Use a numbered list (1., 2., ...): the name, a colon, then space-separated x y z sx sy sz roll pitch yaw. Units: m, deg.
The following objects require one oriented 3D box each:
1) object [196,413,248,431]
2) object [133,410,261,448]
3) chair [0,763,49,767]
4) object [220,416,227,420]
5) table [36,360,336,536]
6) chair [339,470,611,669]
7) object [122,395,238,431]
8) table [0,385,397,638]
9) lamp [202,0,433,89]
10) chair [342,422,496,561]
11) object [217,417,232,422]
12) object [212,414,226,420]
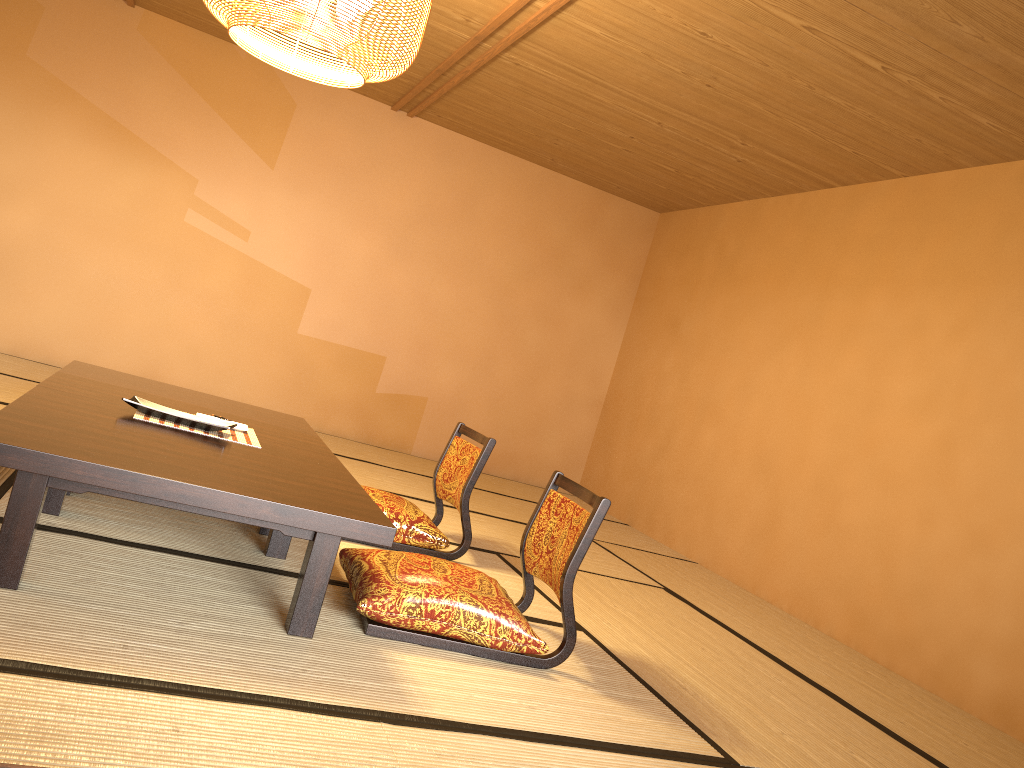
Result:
1. object: -1.028 0.139 3.140 0.180 0.014 0.130 16 0 -19
2. object: -1.069 0.136 3.023 0.402 0.003 0.397 16 0 -21
3. chair: -0.274 0.361 0.053 0.945 0.780 0.870 16 1 -21
4. object: -1.048 0.127 3.225 0.006 0.030 0.228 16 1 -23
5. table: -1.298 0.252 3.490 0.996 0.357 0.992 16 1 -21
6. chair: -0.137 0.501 2.807 0.688 0.547 0.581 16 1 -17
7. object: -1.094 0.108 2.922 0.349 0.039 0.129 16 0 -8
8. table: -0.959 0.359 2.563 0.996 0.357 0.992 16 1 -21
9. lamp: -0.644 -1.549 3.136 0.798 0.826 0.798 17 1 3
10. chair: -0.511 0.384 3.819 0.700 0.547 0.581 16 1 -22
11. object: -1.025 0.133 3.155 0.050 0.018 0.015 16 1 -24
12. object: -1.062 0.122 3.215 0.006 0.030 0.228 16 1 -29
